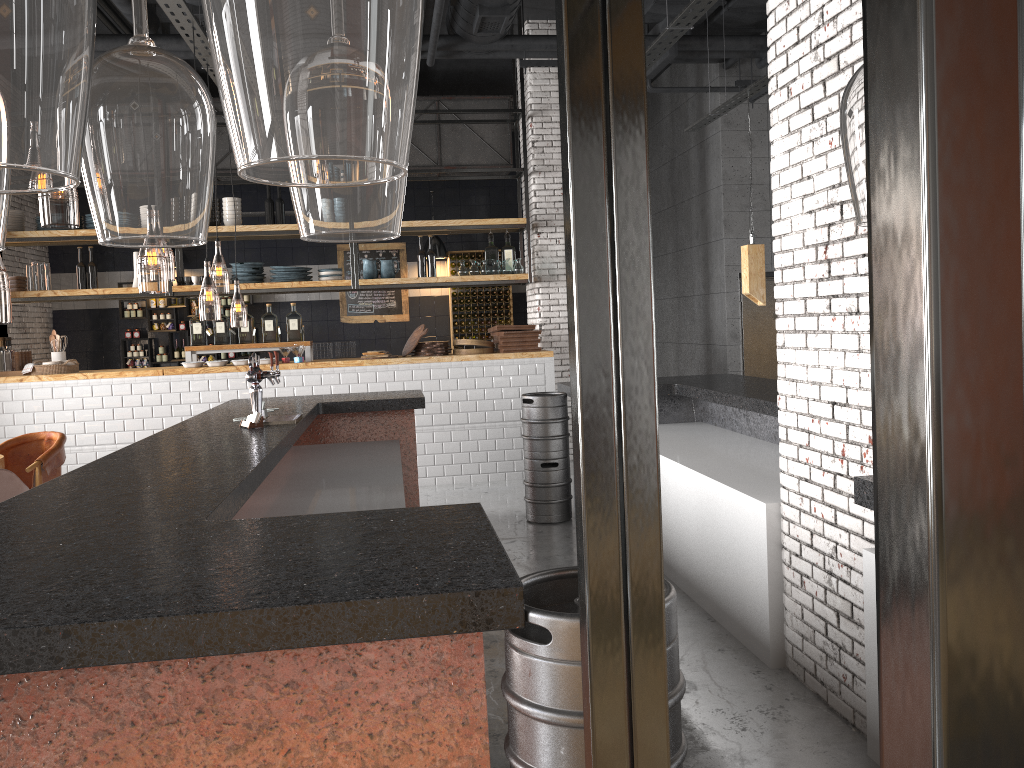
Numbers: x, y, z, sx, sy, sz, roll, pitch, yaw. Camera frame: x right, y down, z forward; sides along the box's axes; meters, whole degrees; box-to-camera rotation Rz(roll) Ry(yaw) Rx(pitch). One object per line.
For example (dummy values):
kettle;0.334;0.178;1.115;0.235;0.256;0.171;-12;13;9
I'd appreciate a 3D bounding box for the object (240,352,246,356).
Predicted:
object;-3.765;-0.527;12.406;0.079;0.280;0.079;-2;3;11

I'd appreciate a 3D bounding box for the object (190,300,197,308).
object;-4.411;-1.115;12.289;0.092;0.112;0.100;-4;3;-22

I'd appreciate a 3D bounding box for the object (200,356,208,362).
object;-4.287;-0.346;12.340;0.092;0.108;0.105;-2;3;4

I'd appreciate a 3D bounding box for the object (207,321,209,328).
object;-4.266;-0.824;12.336;0.090;0.101;0.111;-5;4;-41

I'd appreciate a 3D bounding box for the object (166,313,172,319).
object;-4.733;-0.937;12.238;0.071;0.083;0.071;-3;3;-18

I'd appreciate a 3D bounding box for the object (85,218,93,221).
object;-4.214;-1.697;9.280;0.454;0.037;0.454;0;5;37

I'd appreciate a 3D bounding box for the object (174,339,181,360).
object;-4.643;-0.481;12.287;0.079;0.280;0.079;-2;3;1

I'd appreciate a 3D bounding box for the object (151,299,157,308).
object;-4.929;-1.121;12.204;0.079;0.156;0.079;-1;3;22

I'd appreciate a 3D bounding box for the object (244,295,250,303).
object;-3.709;-1.270;12.386;0.079;0.280;0.079;-3;3;-14

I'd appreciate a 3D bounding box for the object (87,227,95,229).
object;-4.210;-1.602;9.284;0.454;0.033;0.454;-2;4;0

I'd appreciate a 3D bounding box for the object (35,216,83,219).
object;-4.700;-1.719;9.210;0.454;0.050;0.454;-2;4;5

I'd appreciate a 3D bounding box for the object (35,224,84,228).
object;-4.696;-1.625;9.215;0.454;0.044;0.454;-3;4;-12

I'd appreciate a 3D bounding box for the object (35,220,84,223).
object;-4.697;-1.672;9.212;0.454;0.043;0.454;-3;4;-2

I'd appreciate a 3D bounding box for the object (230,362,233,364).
object;-3.907;-0.253;12.396;0.106;0.108;0.089;1;4;43

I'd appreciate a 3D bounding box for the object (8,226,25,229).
object;-5.210;-1.593;9.145;0.335;0.039;0.335;-4;4;-20

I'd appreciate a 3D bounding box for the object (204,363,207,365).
object;-4.283;-0.245;12.345;0.092;0.108;0.105;-2;3;4

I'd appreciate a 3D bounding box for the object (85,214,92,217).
object;-4.215;-1.744;9.277;0.454;0.039;0.454;-2;4;12

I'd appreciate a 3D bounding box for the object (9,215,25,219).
object;-5.214;-1.705;9.140;0.335;0.034;0.335;-5;5;-32

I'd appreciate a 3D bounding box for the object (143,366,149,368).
object;-5.051;-0.207;12.243;0.092;0.112;0.100;-4;3;-22

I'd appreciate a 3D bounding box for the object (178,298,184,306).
object;-4.585;-1.225;12.266;0.079;0.280;0.079;-4;3;-29

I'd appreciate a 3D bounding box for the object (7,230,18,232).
object;-5.208;-1.553;9.147;0.335;0.033;0.335;0;4;30

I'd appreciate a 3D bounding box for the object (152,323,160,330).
object;-4.913;-0.797;12.233;0.092;0.112;0.100;-4;3;-22

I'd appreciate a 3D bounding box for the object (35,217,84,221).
object;-4.699;-1.696;9.212;0.454;0.047;0.454;-3;4;-11

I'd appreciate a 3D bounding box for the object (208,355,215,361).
object;-4.180;-0.351;12.354;0.106;0.108;0.089;1;4;43

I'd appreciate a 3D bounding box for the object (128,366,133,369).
object;-5.260;-0.195;12.210;0.085;0.111;0.119;-1;4;26

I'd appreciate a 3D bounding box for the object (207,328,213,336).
object;-4.202;-0.731;12.339;0.092;0.112;0.100;-4;3;-22

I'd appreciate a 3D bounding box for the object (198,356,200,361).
object;-4.381;-0.343;12.326;0.092;0.112;0.100;-4;3;-22

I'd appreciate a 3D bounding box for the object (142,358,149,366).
object;-5.059;-0.302;12.248;0.090;0.101;0.111;-5;4;-41

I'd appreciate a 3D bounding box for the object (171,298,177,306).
object;-4.678;-1.220;12.254;0.079;0.280;0.079;-3;3;-4

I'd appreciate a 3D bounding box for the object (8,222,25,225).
object;-5.212;-1.632;9.143;0.335;0.042;0.335;1;5;42

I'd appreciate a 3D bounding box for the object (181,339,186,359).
object;-4.549;-0.486;12.301;0.079;0.280;0.079;-5;4;-39

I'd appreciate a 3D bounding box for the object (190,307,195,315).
object;-4.403;-1.012;12.296;0.106;0.108;0.089;1;4;43

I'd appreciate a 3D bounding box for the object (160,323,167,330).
object;-4.809;-0.800;12.248;0.106;0.108;0.089;1;4;43

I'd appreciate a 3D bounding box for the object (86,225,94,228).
object;-4.210;-1.627;9.283;0.454;0.045;0.454;-5;5;-33

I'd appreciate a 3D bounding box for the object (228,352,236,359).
object;-3.914;-0.426;12.396;0.100;0.139;0.088;-3;3;-7

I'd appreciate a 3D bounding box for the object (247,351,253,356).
object;-3.676;-0.531;12.421;0.079;0.280;0.079;-3;3;-4

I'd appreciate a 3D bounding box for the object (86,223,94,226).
object;-4.212;-1.650;9.281;0.454;0.042;0.454;1;5;43

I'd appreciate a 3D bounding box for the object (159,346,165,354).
object;-4.837;-0.474;12.247;0.076;0.111;0.076;-3;3;-13

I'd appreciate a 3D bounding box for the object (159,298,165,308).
object;-4.822;-1.126;12.218;0.079;0.156;0.079;-4;3;-23

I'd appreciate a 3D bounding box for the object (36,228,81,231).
object;-4.693;-1.577;9.218;0.454;0.033;0.454;-2;4;0

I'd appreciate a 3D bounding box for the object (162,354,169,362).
object;-4.791;-0.365;12.257;0.076;0.111;0.076;-3;3;-3

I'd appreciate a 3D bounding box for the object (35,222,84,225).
object;-4.696;-1.648;9.215;0.454;0.038;0.454;-5;5;-31

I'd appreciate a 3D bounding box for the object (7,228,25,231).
object;-5.209;-1.574;9.147;0.334;0.042;0.335;0;4;31

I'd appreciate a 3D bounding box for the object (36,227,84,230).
object;-4.695;-1.601;9.217;0.454;0.043;0.454;-3;4;-5

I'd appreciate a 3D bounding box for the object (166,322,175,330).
object;-4.718;-0.805;12.261;0.092;0.108;0.105;-2;3;4

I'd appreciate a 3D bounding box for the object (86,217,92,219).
object;-4.214;-1.721;9.277;0.454;0.050;0.454;-5;5;-32

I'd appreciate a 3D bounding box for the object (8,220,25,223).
object;-5.212;-1.651;9.143;0.334;0.038;0.335;-1;4;17

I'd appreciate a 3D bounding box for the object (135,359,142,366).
object;-5.158;-0.298;12.234;0.111;0.101;0.090;1;5;44

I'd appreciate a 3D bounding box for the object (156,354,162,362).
object;-4.871;-0.361;12.244;0.076;0.111;0.076;-4;4;-33

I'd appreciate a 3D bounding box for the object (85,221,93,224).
object;-4.213;-1.673;9.280;0.454;0.038;0.454;-3;4;-7

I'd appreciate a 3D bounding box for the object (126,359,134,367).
object;-5.266;-0.296;12.207;0.085;0.111;0.119;0;4;41

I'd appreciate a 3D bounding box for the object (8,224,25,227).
object;-5.211;-1.613;9.146;0.335;0.044;0.334;-6;5;-41

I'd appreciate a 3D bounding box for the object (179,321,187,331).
object;-4.562;-0.807;12.291;0.100;0.139;0.088;-3;3;-7

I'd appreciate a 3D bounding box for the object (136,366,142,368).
object;-5.154;-0.197;12.239;0.111;0.101;0.090;0;4;39

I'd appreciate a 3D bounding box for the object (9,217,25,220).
object;-5.213;-1.686;9.141;0.334;0.038;0.335;-2;4;13

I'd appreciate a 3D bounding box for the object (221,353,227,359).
object;-4.022;-0.405;12.360;0.076;0.111;0.076;-5;4;-43
